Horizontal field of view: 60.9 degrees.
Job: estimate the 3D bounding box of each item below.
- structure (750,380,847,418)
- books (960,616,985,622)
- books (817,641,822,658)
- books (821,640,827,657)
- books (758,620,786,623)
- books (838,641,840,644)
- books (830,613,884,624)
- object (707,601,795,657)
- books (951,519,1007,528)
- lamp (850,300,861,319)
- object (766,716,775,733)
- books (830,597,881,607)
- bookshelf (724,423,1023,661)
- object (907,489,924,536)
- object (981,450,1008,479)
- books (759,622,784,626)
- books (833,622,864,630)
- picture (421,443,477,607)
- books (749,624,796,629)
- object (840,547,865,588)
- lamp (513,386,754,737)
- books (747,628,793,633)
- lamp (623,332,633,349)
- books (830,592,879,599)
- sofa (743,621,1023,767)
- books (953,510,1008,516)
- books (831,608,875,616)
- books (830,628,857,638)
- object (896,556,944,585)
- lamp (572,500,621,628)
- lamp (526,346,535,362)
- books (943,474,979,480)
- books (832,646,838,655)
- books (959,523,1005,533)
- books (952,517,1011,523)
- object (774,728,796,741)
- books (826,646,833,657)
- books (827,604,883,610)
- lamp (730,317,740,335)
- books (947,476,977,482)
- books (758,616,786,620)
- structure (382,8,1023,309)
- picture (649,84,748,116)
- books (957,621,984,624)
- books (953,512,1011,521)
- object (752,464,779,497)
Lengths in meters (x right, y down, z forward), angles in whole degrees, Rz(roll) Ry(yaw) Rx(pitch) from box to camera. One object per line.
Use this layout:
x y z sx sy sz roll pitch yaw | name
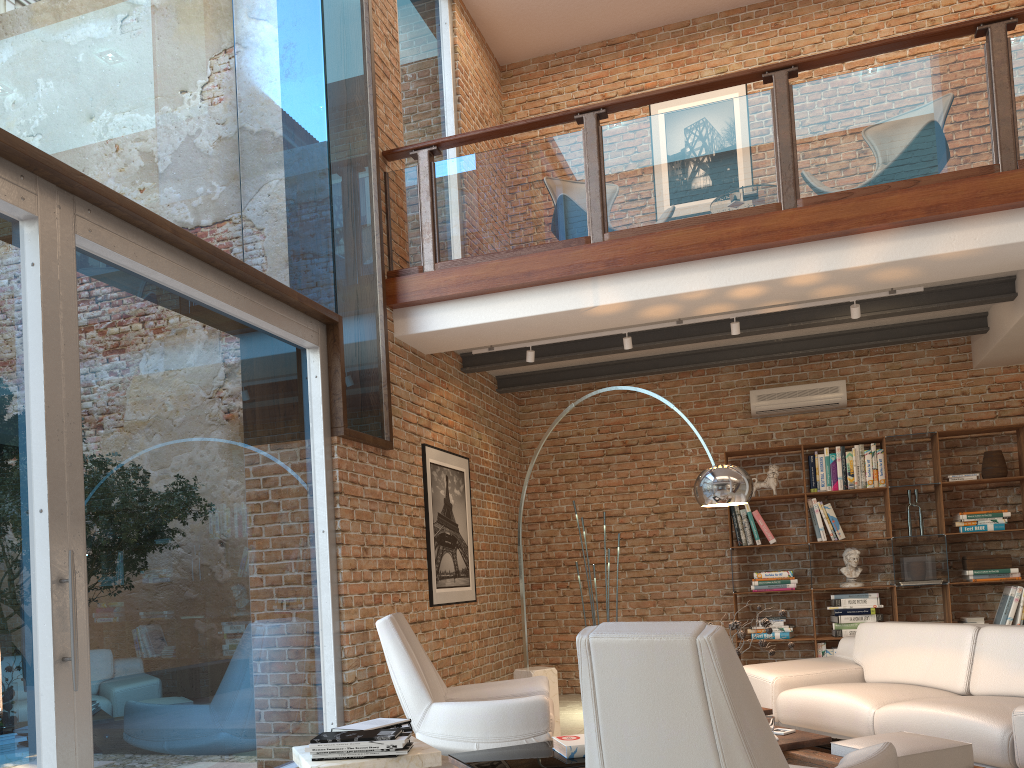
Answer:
2.566 0.138 7.831 0.817 0.215 0.203 -7 -8 18 | structure
3.837 1.962 7.269 0.133 0.033 0.210 -6 -13 12 | books
2.689 2.441 7.607 0.037 0.376 0.247 -4 -5 17 | books
2.729 2.440 7.612 0.037 0.376 0.247 -4 -5 17 | books
2.306 2.109 7.771 0.237 0.018 0.174 -5 -13 10 | books
2.888 2.419 7.568 0.079 0.378 0.247 -4 -5 17 | books
2.969 2.019 7.521 0.380 0.063 0.250 -4 -12 4 | books
1.114 1.346 4.217 0.541 0.596 0.322 -2 -5 -12 | object
3.883 1.161 7.260 0.381 0.036 0.249 -7 -13 17 | books
2.264 -0.487 5.748 0.061 0.113 0.096 -5 -7 24 | lamp
1.111 1.505 3.827 0.091 0.083 0.093 0 -9 -23 | object
2.965 1.883 7.545 0.381 0.063 0.249 -6 -12 12 | books
3.431 1.530 7.377 3.049 2.161 0.368 -6 -3 18 | bookshelf
3.397 1.087 7.359 0.122 0.392 0.062 -4 -3 20 | object
3.968 0.669 7.177 0.194 0.228 0.197 0 -7 -25 | object
2.311 2.133 7.761 0.207 0.033 0.135 -7 -13 17 | books
2.967 2.082 7.537 0.364 0.054 0.288 -8 -13 19 | books
-0.473 1.107 6.722 0.028 1.173 0.926 -4 -6 17 | picture
2.307 2.154 7.738 0.380 0.018 0.249 -5 -13 10 | books
2.935 1.587 7.546 0.198 0.344 0.195 -6 -6 33 | object
0.687 1.174 5.467 0.319 2.304 2.067 -1 -7 -36 | lamp
2.297 2.184 7.751 0.381 0.036 0.249 -7 -13 17 | books
0.823 -0.304 6.201 0.061 0.118 0.087 -5 -6 19 | lamp
2.957 1.833 7.544 0.381 0.036 0.249 -7 -13 17 | books
2.380 1.698 4.710 1.143 0.739 2.386 1 -12 -22 | sofa
3.894 1.077 7.260 0.357 0.020 0.277 -7 -13 16 | books
2.936 1.960 7.520 0.327 0.054 0.260 -6 -13 12 | books
2.965 2.137 7.516 0.381 0.063 0.249 -6 -12 12 | books
3.428 1.574 7.359 0.337 0.228 0.288 -6 -9 17 | object
0.758 1.904 7.546 0.418 1.787 0.202 -3 -3 -12 | lamp
0.136 -0.213 6.418 0.059 0.126 0.088 -2 -6 -13 | lamp
3.734 0.773 7.261 0.237 0.018 0.174 -5 -13 10 | books
2.824 2.450 7.565 0.056 0.323 0.258 -4 -6 17 | books
3.903 1.202 7.243 0.329 0.054 0.258 -10 -14 27 | books
3.894 1.130 7.246 0.380 0.018 0.249 -5 -13 10 | books
1.155 1.556 3.899 0.271 0.034 0.255 -1 -13 -10 | object
2.772 2.459 7.588 0.058 0.323 0.258 -4 -6 17 | books
2.954 1.923 7.529 0.447 0.020 0.277 -7 -13 17 | books
1.530 -0.390 5.973 0.061 0.126 0.087 -5 -6 19 | lamp
3.738 0.797 7.251 0.207 0.033 0.135 -7 -13 17 | books
2.307 2.078 7.750 0.253 0.017 0.165 -7 -13 17 | books
2.619 -0.931 0.637 10.205 4.050 14.120 -7 -12 17 | structure
1.783 -2.183 8.229 0.918 1.175 0.028 -5 -3 18 | picture
3.825 1.988 7.268 0.163 0.017 0.257 -7 -13 17 | books
3.891 1.101 7.239 0.381 0.036 0.249 -6 -13 11 | books
2.246 0.858 7.739 0.253 0.278 0.132 -7 -5 25 | object
